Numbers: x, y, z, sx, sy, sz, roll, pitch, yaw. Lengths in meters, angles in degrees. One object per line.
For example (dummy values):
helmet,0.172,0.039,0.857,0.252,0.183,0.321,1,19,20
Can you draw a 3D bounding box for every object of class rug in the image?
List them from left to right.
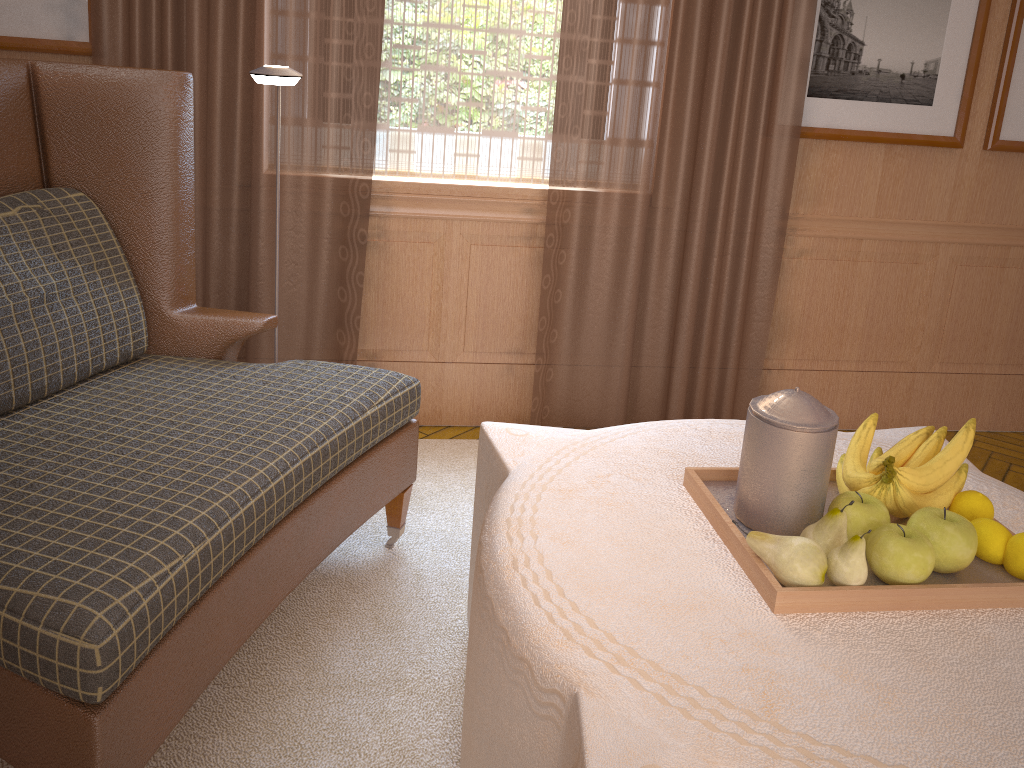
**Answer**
rug,0.112,1.754,1.188,5.990,0.019,8.227,1,20,-9

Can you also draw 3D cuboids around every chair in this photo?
chair,-1.451,-0.060,3.017,1.728,1.918,1.963,9,18,15

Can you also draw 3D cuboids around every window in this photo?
window,-0.204,-2.774,4.881,2.431,3.284,0.872,2,15,-9

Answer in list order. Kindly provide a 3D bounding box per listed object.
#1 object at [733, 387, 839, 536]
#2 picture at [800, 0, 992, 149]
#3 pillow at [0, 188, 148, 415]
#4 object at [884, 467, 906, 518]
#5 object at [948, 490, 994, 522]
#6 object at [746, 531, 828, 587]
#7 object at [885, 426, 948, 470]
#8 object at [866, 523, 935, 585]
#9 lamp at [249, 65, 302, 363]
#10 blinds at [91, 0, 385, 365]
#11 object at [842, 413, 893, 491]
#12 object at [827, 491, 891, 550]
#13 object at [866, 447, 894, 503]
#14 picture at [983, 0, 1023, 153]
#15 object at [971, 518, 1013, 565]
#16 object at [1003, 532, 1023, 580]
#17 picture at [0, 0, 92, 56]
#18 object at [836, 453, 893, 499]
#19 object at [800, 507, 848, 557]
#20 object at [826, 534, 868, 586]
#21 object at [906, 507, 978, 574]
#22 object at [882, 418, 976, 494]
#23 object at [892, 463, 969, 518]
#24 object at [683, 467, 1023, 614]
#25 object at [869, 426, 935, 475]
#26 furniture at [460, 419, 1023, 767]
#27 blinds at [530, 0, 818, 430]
object,0.751,0.193,2.406,0.236,0.381,0.239,-10,21,-41
picture,2.102,-1.998,4.988,1.249,1.214,0.049,2,14,-9
pillow,-1.855,-0.287,3.097,0.540,0.686,1.104,9,19,14
object,1.142,0.284,2.507,0.390,0.194,0.063,-14,23,-42
object,1.291,0.363,2.478,0.116,0.130,0.109,17,20,35
object,0.668,0.432,2.140,0.194,0.124,0.137,8,18,10
object,1.131,0.234,2.513,0.380,0.167,0.066,-13,23,-41
object,0.961,0.428,2.182,0.155,0.131,0.164,3,18,-5
lamp,-0.960,-0.300,3.703,0.641,1.970,0.570,17,19,41
blinds,-1.335,-1.974,4.343,1.427,4.666,0.274,2,14,-8
object,1.015,0.213,2.545,0.104,0.154,0.386,8,19,13
object,0.921,0.366,2.343,0.155,0.131,0.164,3,18,-5
object,1.060,0.267,2.555,0.062,0.177,0.405,9,20,18
picture,3.489,-1.974,5.210,1.249,1.214,0.049,2,14,-9
object,1.265,0.417,2.328,0.111,0.107,0.138,2,18,-6
object,1.321,0.443,2.251,0.116,0.130,0.109,17,20,35
picture,-2.523,-2.244,4.204,1.049,1.214,0.049,2,14,-9
object,0.996,0.260,2.557,0.071,0.180,0.405,6,19,4
object,0.799,0.392,2.241,0.131,0.191,0.133,12,18,25
object,0.811,0.421,2.124,0.099,0.144,0.100,12,18,25
object,1.101,0.404,2.264,0.172,0.143,0.175,17,22,35
object,1.186,0.210,2.460,0.406,0.164,0.072,-8,19,-32
object,1.184,0.288,2.466,0.399,0.168,0.074,-8,19,-32
object,0.960,0.400,2.412,0.800,0.058,0.661,1,20,-9
object,1.118,0.200,2.554,0.092,0.125,0.414,17,23,36
furniture,0.845,0.851,2.510,1.948,0.874,2.016,0,19,-12
blinds,0.958,-1.939,4.711,1.446,4.656,0.274,2,14,-11
